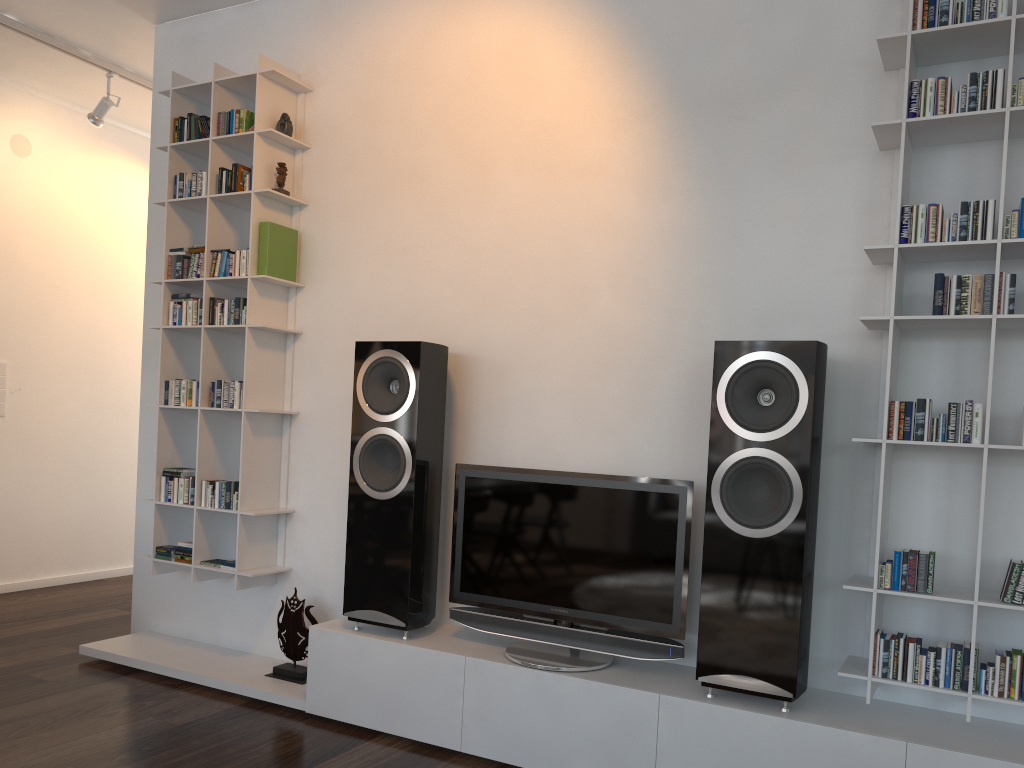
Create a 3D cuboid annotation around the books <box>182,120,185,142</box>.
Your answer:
[{"bbox_3d":[-1.321,-1.025,3.626,0.014,0.092,0.070,4,0,28],"label":"books"}]

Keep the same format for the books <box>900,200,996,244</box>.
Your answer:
[{"bbox_3d":[1.218,-0.412,2.289,0.383,0.104,0.102,2,-1,28],"label":"books"}]

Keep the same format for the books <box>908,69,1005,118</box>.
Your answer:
[{"bbox_3d":[1.554,-0.568,2.110,1.122,0.431,0.102,2,1,28],"label":"books"}]

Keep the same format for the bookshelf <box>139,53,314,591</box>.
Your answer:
[{"bbox_3d":[-1.180,-0.230,3.628,0.638,2.077,0.227,4,2,28],"label":"bookshelf"}]

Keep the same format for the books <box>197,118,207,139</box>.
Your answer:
[{"bbox_3d":[-1.234,-1.023,3.578,0.046,0.091,0.070,3,0,28],"label":"books"}]

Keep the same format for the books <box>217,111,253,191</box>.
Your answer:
[{"bbox_3d":[-1.061,-0.910,3.519,0.228,0.333,0.107,3,1,29],"label":"books"}]

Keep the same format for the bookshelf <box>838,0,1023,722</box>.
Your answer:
[{"bbox_3d":[1.903,-0.154,1.981,2.081,2.077,0.227,3,1,28],"label":"bookshelf"}]

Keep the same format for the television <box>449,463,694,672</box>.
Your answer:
[{"bbox_3d":[0.169,0.580,2.834,0.346,0.601,0.787,3,-1,-43],"label":"television"}]

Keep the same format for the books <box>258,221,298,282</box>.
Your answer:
[{"bbox_3d":[-0.925,-0.516,3.499,0.049,0.214,0.166,4,0,28],"label":"books"}]

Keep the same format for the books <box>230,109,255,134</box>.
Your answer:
[{"bbox_3d":[-1.023,-1.022,3.499,0.160,0.110,0.101,2,-1,28],"label":"books"}]

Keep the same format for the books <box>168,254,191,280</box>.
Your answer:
[{"bbox_3d":[-1.355,-0.474,3.663,0.101,0.104,0.096,3,-1,28],"label":"books"}]

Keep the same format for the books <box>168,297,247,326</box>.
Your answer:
[{"bbox_3d":[-1.195,-0.285,3.595,0.467,0.113,0.122,2,-1,28],"label":"books"}]

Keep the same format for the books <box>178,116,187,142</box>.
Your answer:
[{"bbox_3d":[-1.339,-1.033,3.632,0.023,0.107,0.069,4,1,28],"label":"books"}]

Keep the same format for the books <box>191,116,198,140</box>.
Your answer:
[{"bbox_3d":[-1.271,-1.028,3.598,0.019,0.099,0.074,4,0,28],"label":"books"}]

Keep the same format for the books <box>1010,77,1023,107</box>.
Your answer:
[{"bbox_3d":[1.331,-0.738,2.229,0.132,0.104,0.099,2,-1,27],"label":"books"}]

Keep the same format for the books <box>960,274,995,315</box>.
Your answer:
[{"bbox_3d":[1.396,-0.219,2.192,0.503,0.106,0.090,2,-1,28],"label":"books"}]

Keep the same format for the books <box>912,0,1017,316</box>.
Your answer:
[{"bbox_3d":[1.830,-0.584,1.965,1.750,0.859,0.115,2,1,28],"label":"books"}]

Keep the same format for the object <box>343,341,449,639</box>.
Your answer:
[{"bbox_3d":[-0.381,0.365,3.115,0.294,1.004,0.281,4,1,28],"label":"object"}]

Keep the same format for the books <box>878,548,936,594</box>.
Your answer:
[{"bbox_3d":[1.059,0.498,2.372,0.132,0.104,0.099,2,-1,27],"label":"books"}]

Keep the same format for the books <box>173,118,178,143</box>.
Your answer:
[{"bbox_3d":[-1.366,-1.034,3.652,0.016,0.107,0.069,4,1,28],"label":"books"}]

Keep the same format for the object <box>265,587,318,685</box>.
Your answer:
[{"bbox_3d":[-0.830,0.954,3.402,0.212,0.351,0.121,3,1,28],"label":"object"}]

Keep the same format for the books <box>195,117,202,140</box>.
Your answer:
[{"bbox_3d":[-1.254,-1.024,3.590,0.028,0.093,0.070,4,0,28],"label":"books"}]

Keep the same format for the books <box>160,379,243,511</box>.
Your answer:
[{"bbox_3d":[-1.225,0.241,3.605,0.469,0.511,0.122,3,1,28],"label":"books"}]

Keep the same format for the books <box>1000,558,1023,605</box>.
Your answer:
[{"bbox_3d":[1.307,0.504,2.239,0.118,0.108,0.090,2,0,28],"label":"books"}]

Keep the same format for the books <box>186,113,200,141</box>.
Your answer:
[{"bbox_3d":[-1.291,-1.036,3.610,0.029,0.116,0.074,4,0,28],"label":"books"}]

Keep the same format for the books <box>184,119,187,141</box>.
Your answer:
[{"bbox_3d":[-1.309,-1.025,3.620,0.014,0.092,0.070,4,0,28],"label":"books"}]

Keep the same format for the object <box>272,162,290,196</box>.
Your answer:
[{"bbox_3d":[-0.907,-0.806,3.484,0.045,0.140,0.064,3,1,19],"label":"object"}]

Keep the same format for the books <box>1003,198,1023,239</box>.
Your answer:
[{"bbox_3d":[1.318,-0.410,2.236,0.132,0.104,0.099,2,-1,27],"label":"books"}]

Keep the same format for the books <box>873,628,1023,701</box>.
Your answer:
[{"bbox_3d":[1.894,-0.101,1.930,1.949,1.822,0.115,2,1,28],"label":"books"}]

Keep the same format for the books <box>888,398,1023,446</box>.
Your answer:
[{"bbox_3d":[1.873,0.116,1.941,1.921,0.114,0.115,1,-1,28],"label":"books"}]

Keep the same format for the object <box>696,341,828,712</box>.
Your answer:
[{"bbox_3d":[0.722,0.393,2.526,0.294,1.004,0.281,4,1,28],"label":"object"}]

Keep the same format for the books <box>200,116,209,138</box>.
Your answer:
[{"bbox_3d":[-1.218,-1.026,3.571,0.057,0.098,0.069,3,0,28],"label":"books"}]

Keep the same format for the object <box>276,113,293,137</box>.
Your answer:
[{"bbox_3d":[-0.895,-1.015,3.482,0.064,0.101,0.060,3,0,5],"label":"object"}]

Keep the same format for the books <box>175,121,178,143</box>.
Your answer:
[{"bbox_3d":[-1.354,-1.026,3.643,0.014,0.092,0.070,4,0,28],"label":"books"}]
